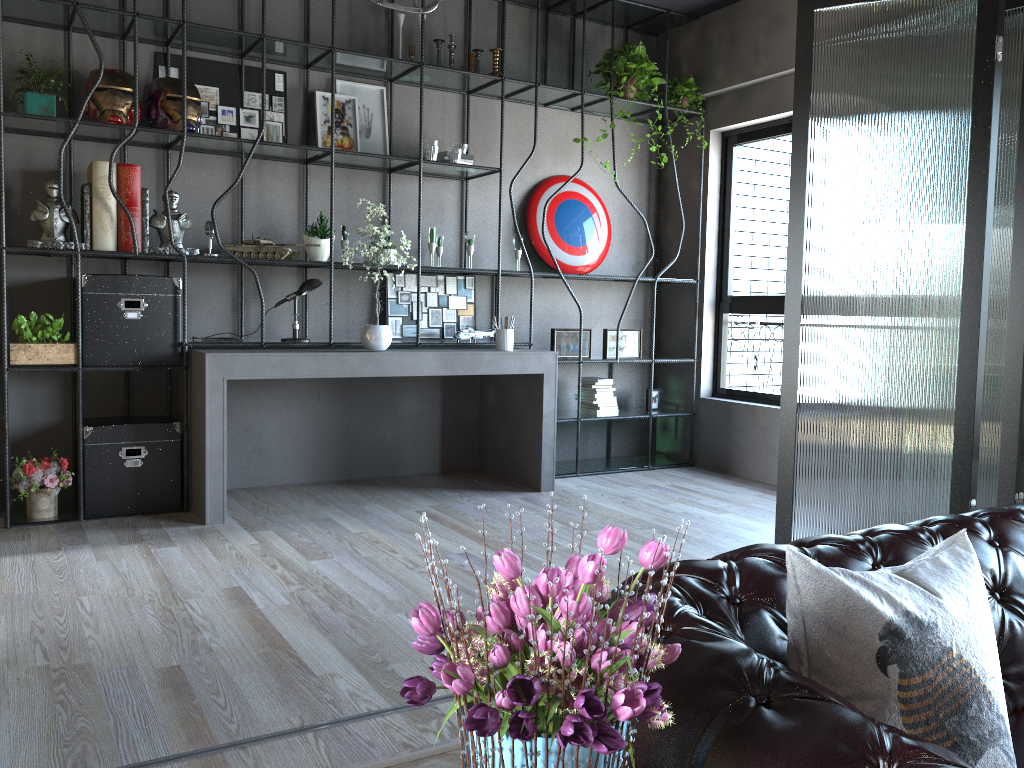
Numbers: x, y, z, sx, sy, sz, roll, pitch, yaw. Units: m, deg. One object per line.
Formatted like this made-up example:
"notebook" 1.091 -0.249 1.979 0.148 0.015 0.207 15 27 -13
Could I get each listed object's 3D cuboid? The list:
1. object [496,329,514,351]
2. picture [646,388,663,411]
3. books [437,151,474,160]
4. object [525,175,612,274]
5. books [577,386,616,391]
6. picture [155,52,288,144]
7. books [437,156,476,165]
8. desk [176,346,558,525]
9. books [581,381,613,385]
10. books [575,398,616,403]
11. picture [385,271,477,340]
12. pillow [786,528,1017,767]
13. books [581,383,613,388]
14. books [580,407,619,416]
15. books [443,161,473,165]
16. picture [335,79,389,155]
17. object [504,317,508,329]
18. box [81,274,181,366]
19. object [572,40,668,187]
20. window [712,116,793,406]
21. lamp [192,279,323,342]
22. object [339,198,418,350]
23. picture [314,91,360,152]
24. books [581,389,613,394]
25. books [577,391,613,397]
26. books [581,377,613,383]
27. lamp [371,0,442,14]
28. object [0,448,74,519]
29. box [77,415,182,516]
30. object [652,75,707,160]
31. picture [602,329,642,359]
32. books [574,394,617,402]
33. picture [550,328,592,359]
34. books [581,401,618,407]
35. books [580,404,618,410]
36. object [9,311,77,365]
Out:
"object" -0.047 -0.277 5.578 0.110 0.137 0.110 0 4 -20
"picture" 1.075 0.117 6.692 0.137 0.165 0.032 -1 5 -30
"books" -0.391 -1.493 5.835 0.225 0.029 0.179 -2 6 -38
"object" 0.423 -1.152 6.444 0.751 0.739 0.186 -1 5 -30
"books" 0.606 0.030 6.378 0.174 0.019 0.244 -1 5 -30
"picture" -1.694 -1.642 5.219 0.749 0.503 0.058 -1 5 -30
"books" -0.387 -1.467 5.846 0.243 0.024 0.175 -2 6 -34
"desk" -0.852 0.228 5.408 2.130 0.885 0.845 -1 5 -30
"books" 0.604 -0.012 6.379 0.155 0.020 0.205 -1 5 -30
"books" 0.601 0.118 6.384 0.192 0.014 0.255 -1 5 -27
"picture" -0.534 -0.518 5.949 0.665 0.447 0.051 -1 5 -30
"pillow" 0.716 0.506 1.621 0.528 0.468 0.283 -1 5 -27
"books" 0.610 0.010 6.369 0.162 0.023 0.232 0 5 -15
"books" 0.617 0.193 6.385 0.192 0.043 0.248 -1 5 -30
"books" -0.397 -1.443 5.840 0.227 0.024 0.166 5 6 39
"picture" -0.949 -1.650 5.619 0.332 0.514 0.119 -1 5 -30
"object" -0.039 -0.325 5.620 0.023 0.204 0.037 2 4 9
"box" -2.087 -0.354 4.827 0.489 0.480 0.374 -1 5 -30
"object" 0.711 -1.849 6.111 0.720 1.025 0.650 0 4 -12
"window" 1.969 -0.808 5.879 0.107 1.959 1.697 -1 5 -30
"lamp" -1.484 -0.440 5.202 0.739 0.370 0.205 1 4 -6
"object" -0.744 -0.618 5.006 0.420 0.851 0.398 2 4 16
"picture" -1.081 -1.592 5.497 0.268 0.413 0.101 -1 5 -30
"books" 0.603 0.050 6.384 0.155 0.022 0.205 -2 6 -35
"books" 0.597 0.072 6.384 0.158 0.021 0.224 -1 5 -30
"books" 0.599 -0.033 6.368 0.159 0.024 0.201 -3 6 -40
"lamp" -0.482 -2.299 3.981 0.516 1.148 0.534 4 5 37
"object" -2.453 0.507 4.580 0.345 0.362 0.332 -1 5 -27
"box" -2.104 0.429 4.880 0.489 0.480 0.374 -1 5 -30
"object" 1.179 -1.907 6.378 0.444 0.633 0.402 0 4 -12
"picture" 0.791 -0.288 6.349 0.313 0.212 0.048 -1 5 -30
"books" 0.601 0.097 6.380 0.193 0.028 0.246 -2 6 -35
"picture" 0.409 -0.277 6.128 0.313 0.212 0.049 -1 5 -30
"books" 0.619 0.137 6.384 0.175 0.023 0.249 -1 5 -30
"books" 0.618 0.160 6.385 0.175 0.023 0.249 -2 6 -35
"object" -2.369 -0.235 4.489 0.304 0.265 0.181 -1 5 -30
